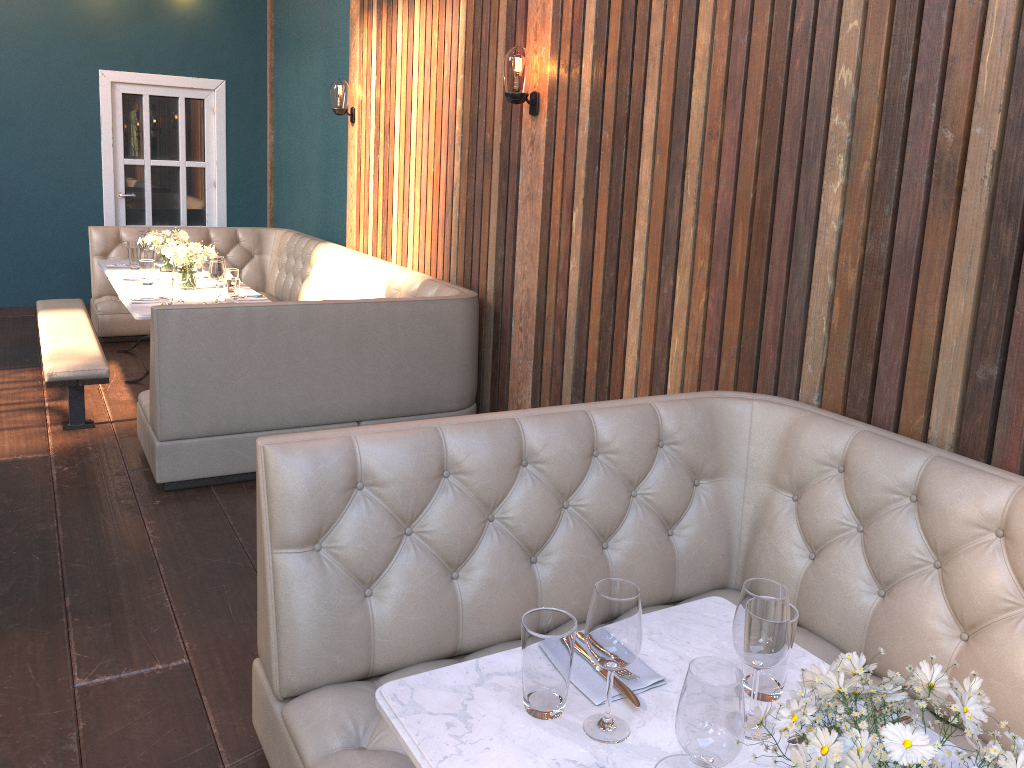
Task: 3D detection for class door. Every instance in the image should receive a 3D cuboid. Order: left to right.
[{"bbox_3d":[-6.503,-1.638,7.062,8.187,2.183,0.176,-5,13,-29],"label":"door"}]

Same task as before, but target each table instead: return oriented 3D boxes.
[{"bbox_3d":[-2.626,-0.555,6.642,0.800,0.664,0.808,-4,15,-29],"label":"table"},{"bbox_3d":[-2.234,-0.359,5.942,0.800,0.664,0.808,-4,14,-28],"label":"table"},{"bbox_3d":[-1.843,-0.163,5.241,0.800,0.664,0.808,-4,15,-29],"label":"table"},{"bbox_3d":[0.282,0.903,1.438,0.800,0.664,0.808,-4,15,-29],"label":"table"}]

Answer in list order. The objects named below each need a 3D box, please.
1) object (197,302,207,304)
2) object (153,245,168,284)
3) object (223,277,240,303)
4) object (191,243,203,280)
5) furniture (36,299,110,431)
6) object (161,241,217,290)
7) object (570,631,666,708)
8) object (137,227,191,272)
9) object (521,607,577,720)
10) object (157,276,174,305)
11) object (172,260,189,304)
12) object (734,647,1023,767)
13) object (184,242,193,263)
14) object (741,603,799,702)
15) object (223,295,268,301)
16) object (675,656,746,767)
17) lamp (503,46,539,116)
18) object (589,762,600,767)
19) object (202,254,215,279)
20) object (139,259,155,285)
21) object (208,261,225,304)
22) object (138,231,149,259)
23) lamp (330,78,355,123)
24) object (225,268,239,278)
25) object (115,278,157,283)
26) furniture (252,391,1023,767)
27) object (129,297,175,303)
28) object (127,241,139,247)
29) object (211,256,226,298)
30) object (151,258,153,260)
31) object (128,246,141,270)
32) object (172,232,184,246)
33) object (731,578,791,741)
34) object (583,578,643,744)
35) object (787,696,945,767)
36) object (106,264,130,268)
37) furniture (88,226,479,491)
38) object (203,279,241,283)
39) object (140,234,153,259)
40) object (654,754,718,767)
[{"bbox_3d":[-1.720,-0.434,4.945,0.158,0.018,0.258,-5,16,-28],"label":"object"},{"bbox_3d":[-2.279,-0.775,5.734,0.092,0.241,0.093,7,12,18],"label":"object"},{"bbox_3d":[-1.600,-0.526,5.051,0.092,0.156,0.092,-8,16,-42],"label":"object"},{"bbox_3d":[-2.123,-0.823,5.954,0.092,0.241,0.093,7,12,18],"label":"object"},{"bbox_3d":[-2.834,-0.177,5.653,0.313,0.394,2.356,-4,15,-28],"label":"furniture"},{"bbox_3d":[-2.042,-0.755,5.570,0.336,0.306,0.333,6,13,13],"label":"object"},{"bbox_3d":[0.170,0.507,1.589,0.158,0.018,0.258,-5,16,-28],"label":"object"},{"bbox_3d":[-2.454,-0.954,6.277,0.330,0.306,0.339,9,14,25],"label":"object"},{"bbox_3d":[0.057,0.463,1.458,0.092,0.156,0.092,-8,16,-42],"label":"object"},{"bbox_3d":[-1.942,-0.520,4.962,0.092,0.156,0.092,-8,16,-42],"label":"object"},{"bbox_3d":[-1.894,-0.584,5.052,0.092,0.241,0.093,7,12,18],"label":"object"},{"bbox_3d":[0.463,0.504,1.072,0.336,0.306,0.333,-1,13,-17],"label":"object"},{"bbox_3d":[-2.464,-0.996,6.747,0.092,0.156,0.092,-8,16,-42],"label":"object"},{"bbox_3d":[0.442,0.463,1.538,0.092,0.156,0.092,-8,16,-42],"label":"object"},{"bbox_3d":[-1.604,-0.521,5.315,0.255,0.018,0.159,-5,16,-28],"label":"object"},{"bbox_3d":[0.263,0.497,1.192,0.092,0.241,0.093,7,12,18],"label":"object"},{"bbox_3d":[0.040,-1.470,4.290,0.178,0.316,0.148,-3,13,-29],"label":"lamp"},{"bbox_3d":[0.093,0.594,1.228,0.255,0.018,0.159,-5,16,-28],"label":"object"},{"bbox_3d":[-2.080,-0.804,6.060,0.092,0.156,0.092,-8,16,-42],"label":"object"},{"bbox_3d":[-2.327,-0.711,5.644,0.092,0.156,0.092,-8,16,-42],"label":"object"},{"bbox_3d":[-1.697,-0.583,5.088,0.092,0.241,0.093,7,12,18],"label":"object"},{"bbox_3d":[-2.747,-1.021,6.615,0.092,0.241,0.093,5,11,13],"label":"object"},{"bbox_3d":[-1.278,-2.130,6.649,0.178,0.316,0.148,-3,13,-29],"label":"lamp"},{"bbox_3d":[-1.720,-0.623,5.415,0.092,0.156,0.092,-8,16,-42],"label":"object"},{"bbox_3d":[-2.449,-0.678,5.769,0.255,0.018,0.159,-5,16,-28],"label":"object"},{"bbox_3d":[1.064,0.974,0.931,1.712,0.848,4.207,-4,16,-28],"label":"furniture"},{"bbox_3d":[-2.064,-0.487,5.087,0.255,0.018,0.159,-5,16,-28],"label":"object"},{"bbox_3d":[-2.849,-0.995,6.667,0.092,0.156,0.092,-8,16,-42],"label":"object"},{"bbox_3d":[-1.763,-0.642,5.309,0.092,0.241,0.093,7,12,18],"label":"object"},{"bbox_3d":[-2.736,-0.952,6.798,0.158,0.018,0.258,-5,16,-28],"label":"object"},{"bbox_3d":[-2.690,-0.898,6.311,0.092,0.156,0.092,-8,16,-42],"label":"object"},{"bbox_3d":[-2.507,-1.015,6.641,0.092,0.241,0.093,5,11,13],"label":"object"},{"bbox_3d":[0.398,0.444,1.432,0.092,0.241,0.093,7,12,18],"label":"object"},{"bbox_3d":[0.159,0.438,1.406,0.092,0.241,0.093,7,12,18],"label":"object"},{"bbox_3d":[0.558,0.565,1.437,0.255,0.018,0.159,-5,16,-28],"label":"object"},{"bbox_3d":[-2.813,-0.865,6.437,0.255,0.018,0.159,-5,16,-28],"label":"object"},{"bbox_3d":[-1.833,-0.478,6.115,1.712,0.848,4.207,-4,16,-28],"label":"furniture"},{"bbox_3d":[-1.964,-0.702,5.959,0.255,0.018,0.159,-5,16,-28],"label":"object"},{"bbox_3d":[-2.643,-0.962,6.402,0.092,0.241,0.093,5,11,13],"label":"object"},{"bbox_3d":[0.215,0.561,1.102,0.092,0.156,0.092,-8,16,-42],"label":"object"}]
